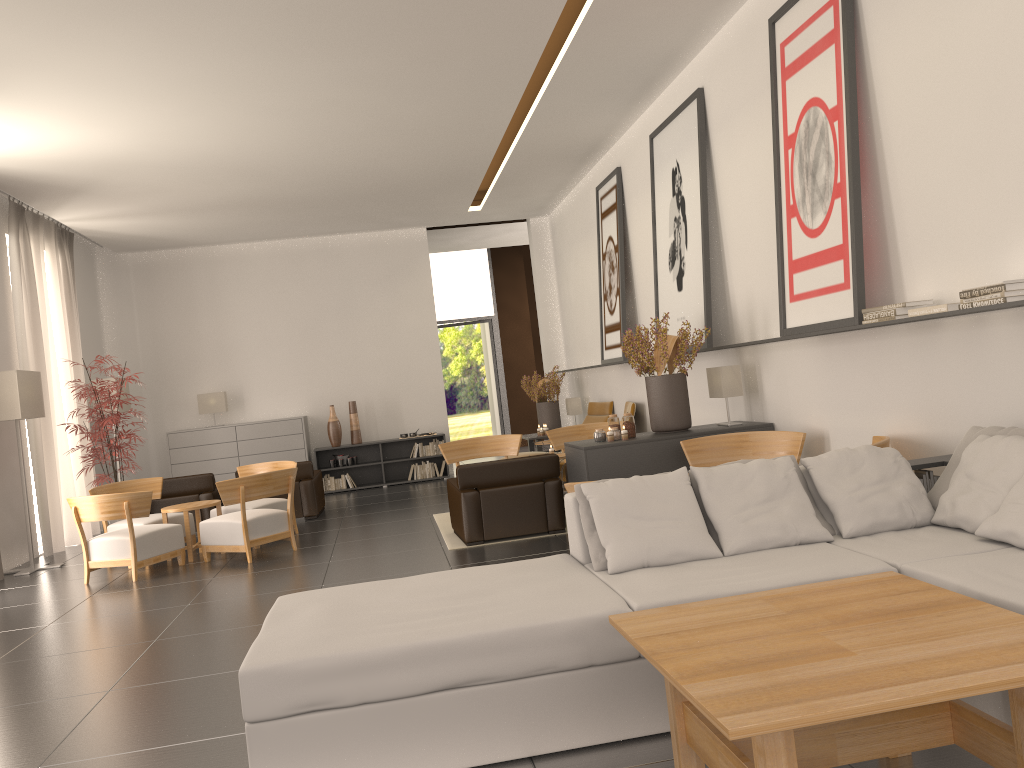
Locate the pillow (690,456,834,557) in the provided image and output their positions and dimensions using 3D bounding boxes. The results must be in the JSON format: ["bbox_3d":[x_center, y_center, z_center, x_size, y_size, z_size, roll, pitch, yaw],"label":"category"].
[{"bbox_3d":[1.759,0.851,6.332,0.802,0.595,0.595,-7,0,-8],"label":"pillow"}]

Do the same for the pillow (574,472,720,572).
[{"bbox_3d":[0.944,0.964,6.348,0.919,0.577,0.549,-7,-1,-9],"label":"pillow"}]

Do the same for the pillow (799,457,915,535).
[{"bbox_3d":[2.667,0.805,6.626,0.918,0.510,0.615,-7,0,-7],"label":"pillow"}]

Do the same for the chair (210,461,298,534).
[{"bbox_3d":[-4.244,1.964,14.723,1.450,1.227,1.152,-7,-1,31],"label":"chair"}]

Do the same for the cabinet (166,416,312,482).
[{"bbox_3d":[-6.334,1.871,20.888,3.081,1.877,1.039,-7,-1,-9],"label":"cabinet"}]

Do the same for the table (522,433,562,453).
[{"bbox_3d":[1.080,1.540,20.406,1.601,0.840,1.599,-7,0,-9],"label":"table"}]

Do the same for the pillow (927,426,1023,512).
[{"bbox_3d":[3.333,0.637,6.282,0.643,0.658,0.883,-6,0,-9],"label":"pillow"}]

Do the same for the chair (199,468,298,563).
[{"bbox_3d":[-3.859,1.921,13.062,1.149,1.227,1.453,-7,-1,36],"label":"chair"}]

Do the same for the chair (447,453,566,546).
[{"bbox_3d":[-0.088,1.556,12.458,1.538,1.076,1.499,-7,0,-9],"label":"chair"}]

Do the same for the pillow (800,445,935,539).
[{"bbox_3d":[2.609,0.760,6.470,0.797,0.580,0.625,-7,0,-8],"label":"pillow"}]

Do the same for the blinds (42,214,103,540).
[{"bbox_3d":[-8.914,-0.122,17.948,0.417,6.434,1.548,-6,-1,-12],"label":"blinds"}]

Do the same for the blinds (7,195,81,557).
[{"bbox_3d":[-8.666,-0.149,16.274,0.415,6.434,1.549,-6,-1,-4],"label":"blinds"}]

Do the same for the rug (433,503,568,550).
[{"bbox_3d":[0.872,1.988,13.748,4.001,0.010,3.556,-7,0,-9],"label":"rug"}]

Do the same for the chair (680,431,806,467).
[{"bbox_3d":[2.495,1.194,9.746,1.450,1.227,1.152,-7,-1,31],"label":"chair"}]

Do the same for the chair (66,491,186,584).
[{"bbox_3d":[-5.457,2.105,12.599,1.451,1.227,1.151,-7,-1,16],"label":"chair"}]

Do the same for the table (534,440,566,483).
[{"bbox_3d":[0.883,1.537,17.479,0.798,0.904,0.796,-6,-1,-31],"label":"table"}]

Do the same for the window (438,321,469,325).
[{"bbox_3d":[0.636,-3.511,23.082,99.149,20.588,48.598,-7,0,-9],"label":"window"}]

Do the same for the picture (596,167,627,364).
[{"bbox_3d":[1.861,-2.149,16.707,0.385,3.494,1.599,-6,-1,-9],"label":"picture"}]

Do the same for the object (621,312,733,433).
[{"bbox_3d":[2.173,-0.183,11.404,1.422,1.554,1.436,-7,-1,4],"label":"object"}]

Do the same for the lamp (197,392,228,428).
[{"bbox_3d":[-7.074,0.611,21.006,0.619,0.796,0.309,-6,-1,-9],"label":"lamp"}]

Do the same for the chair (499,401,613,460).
[{"bbox_3d":[0.893,1.238,18.483,2.422,1.486,1.298,-6,-1,-19],"label":"chair"}]

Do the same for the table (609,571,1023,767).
[{"bbox_3d":[1.451,1.513,3.915,1.601,0.840,1.599,-7,0,-9],"label":"table"}]

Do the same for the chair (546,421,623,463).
[{"bbox_3d":[1.402,1.305,15.052,1.452,1.227,1.150,-6,-1,-9],"label":"chair"}]

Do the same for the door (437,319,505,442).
[{"bbox_3d":[-1.604,0.135,28.959,2.377,4.270,0.100,-7,-1,6],"label":"door"}]

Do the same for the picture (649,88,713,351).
[{"bbox_3d":[2.424,-2.211,12.929,0.385,3.494,2.192,-6,-1,-9],"label":"picture"}]

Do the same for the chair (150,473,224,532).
[{"bbox_3d":[-6.202,2.254,16.750,1.538,1.076,1.499,-7,0,-9],"label":"chair"}]

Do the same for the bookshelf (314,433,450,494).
[{"bbox_3d":[-3.102,1.903,21.243,3.081,1.079,0.740,-7,-1,-9],"label":"bookshelf"}]

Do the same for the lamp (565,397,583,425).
[{"bbox_3d":[1.447,0.697,20.491,0.257,0.756,0.514,-6,-1,-9],"label":"lamp"}]

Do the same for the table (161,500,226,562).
[{"bbox_3d":[-4.879,2.251,13.602,0.869,0.803,0.870,-7,0,14],"label":"table"}]

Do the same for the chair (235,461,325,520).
[{"bbox_3d":[-4.446,2.052,17.019,1.538,1.076,1.499,-7,0,-9],"label":"chair"}]

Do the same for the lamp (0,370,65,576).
[{"bbox_3d":[-7.841,1.394,14.207,0.908,3.180,0.999,-6,-1,-9],"label":"lamp"}]

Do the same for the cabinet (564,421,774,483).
[{"bbox_3d":[2.014,1.240,11.255,2.401,1.240,1.119,-7,-1,-9],"label":"cabinet"}]

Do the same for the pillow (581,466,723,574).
[{"bbox_3d":[0.960,0.941,6.209,0.802,0.599,0.585,-7,-1,-9],"label":"pillow"}]

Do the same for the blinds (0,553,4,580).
[{"bbox_3d":[-8.188,-0.201,13.077,0.417,6.434,1.548,-6,-1,-12],"label":"blinds"}]

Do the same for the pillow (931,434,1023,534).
[{"bbox_3d":[3.220,0.672,5.970,0.587,0.596,0.818,-6,0,-8],"label":"pillow"}]

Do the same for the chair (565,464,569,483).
[{"bbox_3d":[1.667,1.354,12.727,1.538,1.076,1.499,-7,0,-9],"label":"chair"}]

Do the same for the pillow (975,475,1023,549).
[{"bbox_3d":[3.275,0.695,5.306,0.590,0.562,0.802,-6,0,-13],"label":"pillow"}]

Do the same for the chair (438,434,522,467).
[{"bbox_3d":[-0.425,1.515,14.772,1.452,1.227,1.150,-6,-1,-9],"label":"chair"}]

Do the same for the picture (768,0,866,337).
[{"bbox_3d":[3.023,-2.276,8.916,0.385,3.494,1.599,-6,-1,-9],"label":"picture"}]

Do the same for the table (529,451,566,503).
[{"bbox_3d":[0.660,1.552,13.920,0.797,0.904,0.797,-7,-1,14],"label":"table"}]

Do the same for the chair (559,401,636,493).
[{"bbox_3d":[1.166,1.208,16.648,2.421,1.486,1.299,-7,-1,1],"label":"chair"}]

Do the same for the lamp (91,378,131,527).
[{"bbox_3d":[-8.608,1.478,19.346,0.908,3.180,0.999,-6,-1,-9],"label":"lamp"}]

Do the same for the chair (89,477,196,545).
[{"bbox_3d":[-5.891,2.154,14.200,1.150,1.227,1.453,-7,0,26],"label":"chair"}]

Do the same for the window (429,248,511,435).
[{"bbox_3d":[-5.463,-0.987,28.111,10.312,7.384,0.100,-7,-1,-9],"label":"window"}]

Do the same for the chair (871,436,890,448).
[{"bbox_3d":[2.880,1.151,8.085,1.149,1.227,1.453,-7,-1,36],"label":"chair"}]

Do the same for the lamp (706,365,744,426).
[{"bbox_3d":[2.752,0.151,11.390,0.257,0.758,0.514,-6,-1,-9],"label":"lamp"}]

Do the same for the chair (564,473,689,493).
[{"bbox_3d":[1.282,1.335,7.622,1.451,1.227,1.151,-7,-1,16],"label":"chair"}]

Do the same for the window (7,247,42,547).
[{"bbox_3d":[-9.355,0.241,17.025,0.110,5.752,2.642,-6,-1,-9],"label":"window"}]

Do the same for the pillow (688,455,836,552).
[{"bbox_3d":[1.805,0.864,6.476,0.919,0.592,0.557,-7,-1,-9],"label":"pillow"}]
